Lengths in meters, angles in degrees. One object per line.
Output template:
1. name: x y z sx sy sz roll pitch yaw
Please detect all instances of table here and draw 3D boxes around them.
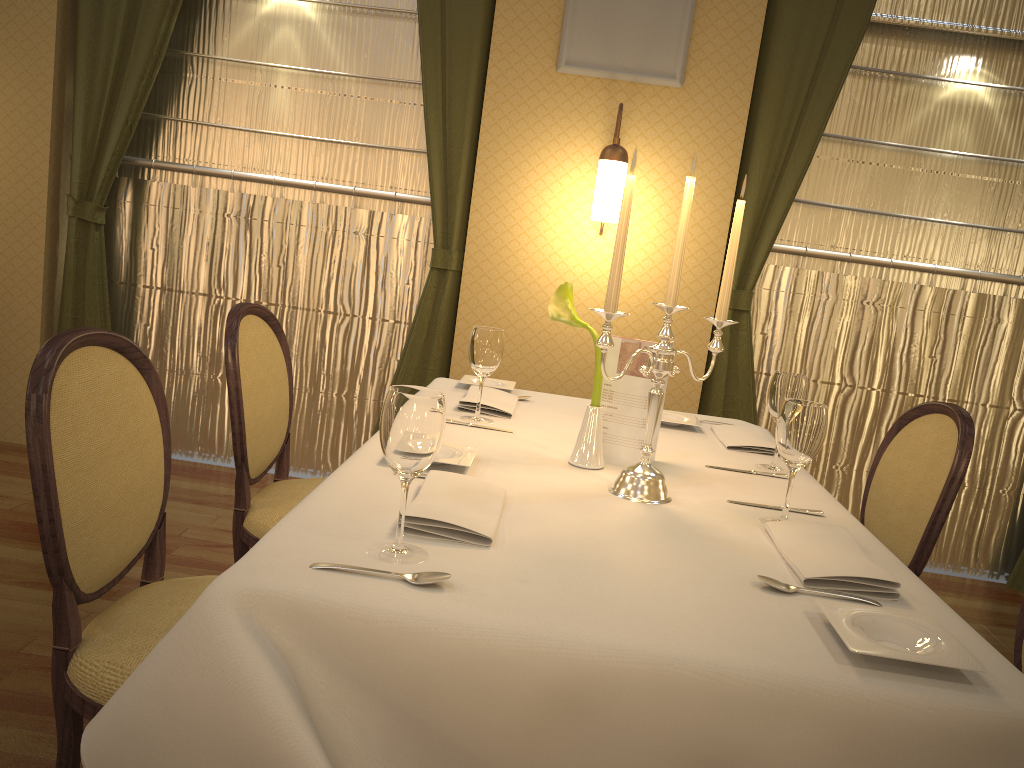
1. table: 0.192 0.545 1.963 1.385 0.759 2.152 8 9 3

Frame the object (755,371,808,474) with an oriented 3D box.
1. object: 0.629 0.088 2.065 0.088 0.229 0.088 1 11 -39

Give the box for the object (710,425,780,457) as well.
1. object: 0.621 0.146 2.366 0.142 0.024 0.273 8 9 3

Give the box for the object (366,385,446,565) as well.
1. object: -0.142 0.121 1.199 0.088 0.229 0.088 1 11 -39

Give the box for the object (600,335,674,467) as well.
1. object: 0.281 0.043 1.908 0.166 0.277 0.081 3 10 -26

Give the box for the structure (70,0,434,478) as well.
1. structure: -0.947 -1.817 3.805 1.900 4.511 0.134 8 9 3

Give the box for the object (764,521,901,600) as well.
1. object: 0.507 0.275 1.431 0.142 0.033 0.273 8 9 3

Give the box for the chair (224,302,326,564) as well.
1. chair: -0.480 0.296 2.344 0.571 0.955 0.530 8 9 3

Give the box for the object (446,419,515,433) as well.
1. object: -0.084 0.097 2.101 0.185 0.010 0.017 8 9 4

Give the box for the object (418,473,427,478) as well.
1. object: -0.118 0.172 1.603 0.185 0.010 0.017 8 9 4

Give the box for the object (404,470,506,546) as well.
1. object: -0.088 0.195 1.425 0.142 0.033 0.273 8 9 3

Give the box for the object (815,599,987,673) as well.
1. object: 0.480 0.324 1.116 0.160 0.024 0.160 8 9 3

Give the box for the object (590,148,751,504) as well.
1. object: 0.288 -0.105 1.647 0.390 0.655 0.131 2 10 -31

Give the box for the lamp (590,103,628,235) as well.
1. lamp: 0.376 -0.855 3.526 0.114 0.513 0.323 6 9 -8

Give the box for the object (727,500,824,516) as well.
1. object: 0.511 0.238 1.722 0.185 0.010 0.017 8 9 3

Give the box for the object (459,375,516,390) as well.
1. object: -0.072 0.005 2.652 0.160 0.024 0.160 8 9 3

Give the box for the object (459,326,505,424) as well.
1. object: -0.072 -0.023 2.167 0.088 0.229 0.088 1 11 -39

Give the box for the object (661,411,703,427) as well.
1. object: 0.442 0.103 2.478 0.160 0.024 0.160 8 9 3

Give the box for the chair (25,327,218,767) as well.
1. chair: -0.532 0.410 1.581 0.571 0.955 0.530 8 9 3

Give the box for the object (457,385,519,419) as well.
1. object: -0.060 0.047 2.384 0.142 0.033 0.273 8 9 3

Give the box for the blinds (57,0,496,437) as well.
1. blinds: -0.946 -1.811 3.685 1.878 4.537 0.129 8 9 3

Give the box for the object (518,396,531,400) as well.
1. object: -0.035 0.031 2.549 0.181 0.015 0.038 8 9 4

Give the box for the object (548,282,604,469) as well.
1. object: 0.142 -0.020 1.859 0.163 0.375 0.076 12 10 24

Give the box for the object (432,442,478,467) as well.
1. object: -0.153 0.141 1.728 0.160 0.024 0.160 8 9 3

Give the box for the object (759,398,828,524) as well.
1. object: 0.511 0.145 1.604 0.088 0.229 0.088 1 11 -39

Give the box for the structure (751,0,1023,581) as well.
1. structure: 1.938 -1.403 3.671 1.898 4.511 0.137 8 9 3

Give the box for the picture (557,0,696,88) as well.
1. picture: 0.488 -1.618 3.555 0.512 0.769 0.027 8 9 3

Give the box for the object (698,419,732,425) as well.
1. object: 0.582 0.109 2.584 0.181 0.015 0.038 8 9 4

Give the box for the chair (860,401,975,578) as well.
1. chair: 0.745 0.480 2.236 0.571 0.955 0.530 8 9 3

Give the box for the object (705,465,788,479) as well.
1. object: 0.530 0.196 2.005 0.185 0.010 0.017 8 9 3

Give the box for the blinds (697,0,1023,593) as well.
1. blinds: 1.939 -1.397 3.551 1.876 4.537 0.129 8 9 3

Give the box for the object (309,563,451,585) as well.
1. object: -0.168 0.238 1.129 0.181 0.015 0.038 8 9 4

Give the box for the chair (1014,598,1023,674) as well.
1. chair: 0.688 0.604 1.405 0.571 0.955 0.530 8 9 3

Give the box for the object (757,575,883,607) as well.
1. object: 0.442 0.298 1.273 0.181 0.015 0.038 8 9 4
